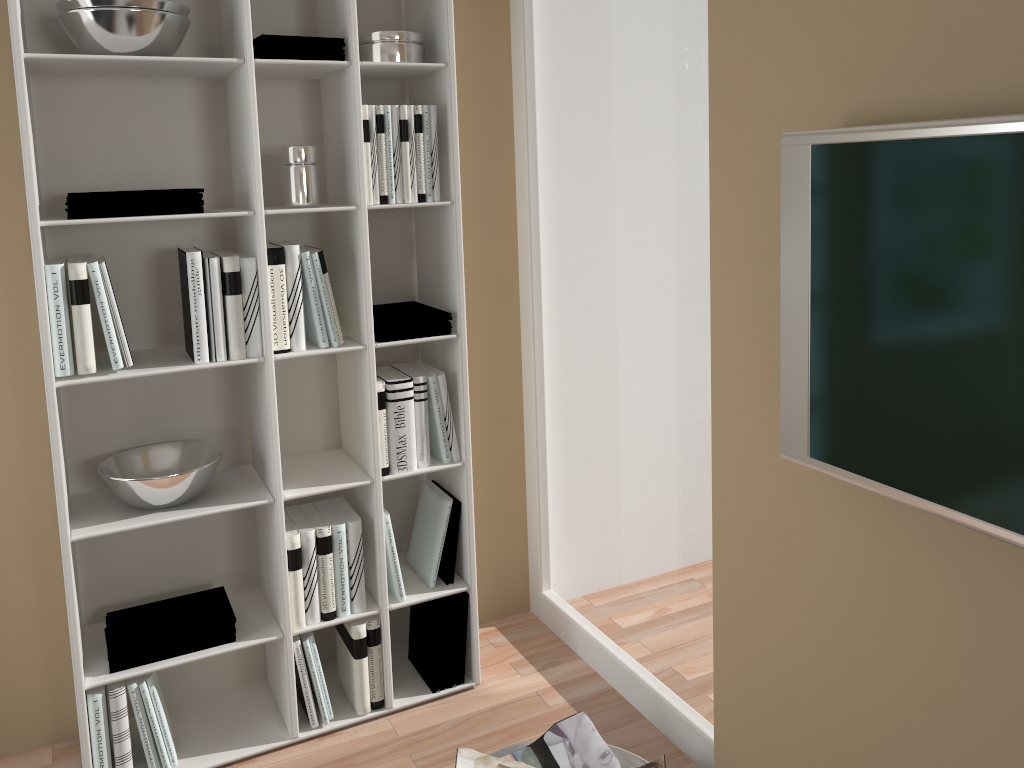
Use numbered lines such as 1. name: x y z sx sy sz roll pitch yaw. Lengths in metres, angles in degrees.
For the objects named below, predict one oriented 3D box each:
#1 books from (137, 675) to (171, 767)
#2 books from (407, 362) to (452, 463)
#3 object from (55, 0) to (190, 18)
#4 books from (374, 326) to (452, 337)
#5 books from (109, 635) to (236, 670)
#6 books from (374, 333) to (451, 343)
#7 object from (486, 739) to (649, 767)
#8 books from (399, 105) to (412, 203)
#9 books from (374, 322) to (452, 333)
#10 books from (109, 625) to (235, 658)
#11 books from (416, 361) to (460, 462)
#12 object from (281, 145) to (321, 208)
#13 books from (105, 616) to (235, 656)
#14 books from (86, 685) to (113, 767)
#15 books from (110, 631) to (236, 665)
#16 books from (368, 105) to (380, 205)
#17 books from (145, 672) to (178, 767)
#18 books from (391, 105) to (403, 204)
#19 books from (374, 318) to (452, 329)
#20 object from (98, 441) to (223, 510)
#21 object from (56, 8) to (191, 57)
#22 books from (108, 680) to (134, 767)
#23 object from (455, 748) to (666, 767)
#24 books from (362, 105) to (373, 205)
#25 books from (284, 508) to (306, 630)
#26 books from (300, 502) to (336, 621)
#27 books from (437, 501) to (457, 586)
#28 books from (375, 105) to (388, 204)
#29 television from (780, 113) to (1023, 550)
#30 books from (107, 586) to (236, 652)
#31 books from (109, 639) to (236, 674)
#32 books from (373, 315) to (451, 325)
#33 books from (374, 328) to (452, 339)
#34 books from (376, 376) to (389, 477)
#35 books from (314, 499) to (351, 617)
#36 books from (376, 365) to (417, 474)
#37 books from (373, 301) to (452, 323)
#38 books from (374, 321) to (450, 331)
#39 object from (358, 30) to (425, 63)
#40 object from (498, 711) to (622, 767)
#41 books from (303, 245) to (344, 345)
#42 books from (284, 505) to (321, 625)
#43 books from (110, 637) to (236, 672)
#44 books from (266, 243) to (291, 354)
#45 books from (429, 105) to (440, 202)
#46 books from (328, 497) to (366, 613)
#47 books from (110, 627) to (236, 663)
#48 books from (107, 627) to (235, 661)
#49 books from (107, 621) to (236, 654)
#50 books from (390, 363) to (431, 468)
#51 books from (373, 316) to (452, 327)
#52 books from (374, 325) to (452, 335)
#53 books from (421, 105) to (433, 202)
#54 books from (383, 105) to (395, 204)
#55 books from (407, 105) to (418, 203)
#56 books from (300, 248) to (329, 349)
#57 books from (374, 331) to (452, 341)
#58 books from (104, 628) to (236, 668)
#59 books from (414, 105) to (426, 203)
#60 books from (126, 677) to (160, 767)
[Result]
1. books: -0.926 0.832 2.264 0.058 0.254 0.210 -5 10 -25
2. books: -0.243 0.079 2.550 0.060 0.256 0.210 -5 10 -25
3. object: -0.938 -0.860 2.141 0.300 0.105 0.304 5 15 28
4. books: -0.329 -0.172 2.526 0.211 0.006 0.301 -9 15 -27
5. books: -0.891 0.650 2.295 0.299 0.006 0.213 -9 15 -26
6. books: -0.329 -0.155 2.526 0.211 0.007 0.302 -9 15 -25
7. object: 0.110 0.995 1.939 0.588 0.062 0.593 9 17 38
8. books: -0.324 -0.629 2.424 0.020 0.254 0.210 -5 10 -25
9. books: -0.328 -0.182 2.522 0.211 0.006 0.302 -9 15 -25
10. books: -0.893 0.622 2.295 0.299 0.007 0.213 -9 15 -26
11. books: -0.220 0.076 2.561 0.060 0.256 0.210 -5 10 -25
12. object: -0.553 -0.543 2.306 0.093 0.159 0.095 -4 9 -12
13. books: -0.893 0.616 2.294 0.299 0.007 0.213 -9 15 -26
14. books: -1.039 0.848 2.217 0.040 0.254 0.210 -5 10 -25
15. books: -0.890 0.638 2.294 0.299 0.006 0.213 -9 15 -26
16. books: -0.404 -0.619 2.393 0.020 0.254 0.210 -5 10 -25
17. books: -0.917 0.825 2.286 0.058 0.254 0.210 -5 10 -25
18. books: -0.346 -0.627 2.420 0.020 0.254 0.210 -5 10 -25
19. books: -0.325 -0.194 2.523 0.211 0.007 0.302 -9 15 -25
20. object: -0.899 0.245 2.272 0.300 0.105 0.304 5 15 28
21. object: -0.937 -0.834 2.144 0.300 0.105 0.304 5 15 28
22. books: -0.995 0.842 2.233 0.040 0.254 0.210 -5 10 -25
23. object: 0.107 0.964 1.951 0.498 0.095 0.350 -1 13 4
24. books: -0.420 -0.615 2.378 0.020 0.254 0.210 -5 10 -25
25. books: -0.609 0.499 2.394 0.040 0.254 0.210 -5 10 -25
26. books: -0.536 0.487 2.435 0.040 0.254 0.210 -5 10 -25
27. books: -0.219 0.440 2.622 0.043 0.234 0.214 -5 10 -25
28. books: -0.384 -0.621 2.400 0.020 0.254 0.210 -5 10 -25
29. television: 0.754 -0.035 1.028 0.054 0.568 1.192 -5 12 -25
30. books: -0.888 0.606 2.292 0.299 0.006 0.213 -9 15 -26
31. books: -0.891 0.660 2.294 0.299 0.007 0.213 -9 15 -26
32. books: -0.329 -0.203 2.517 0.211 0.007 0.302 -9 15 -25
33. books: -0.328 -0.166 2.525 0.211 0.006 0.302 -9 15 -25
34. books: -0.398 0.104 2.468 0.040 0.254 0.210 -5 10 -25
35. books: -0.500 0.481 2.454 0.040 0.254 0.210 -5 10 -25
36. books: -0.340 0.097 2.492 0.076 0.254 0.210 -5 10 -25
37. books: -0.327 -0.208 2.516 0.211 0.006 0.302 -9 15 -25
38. books: -0.330 -0.188 2.522 0.211 0.006 0.302 -8 15 -24
39. object: -0.336 -0.913 2.420 0.191 0.088 0.196 1 13 16
40. object: 0.145 0.965 1.986 0.345 0.095 0.506 -8 15 -25
41. books: -0.520 -0.245 2.400 0.058 0.254 0.210 -5 10 -25
42. books: -0.575 0.492 2.419 0.040 0.254 0.210 -5 10 -25
43. books: -0.891 0.655 2.295 0.299 0.006 0.213 -9 15 -26
44. books: -0.640 -0.231 2.330 0.053 0.268 0.210 -5 10 -25
45. books: -0.251 -0.642 2.466 0.020 0.254 0.210 -5 10 -25
46. books: -0.462 0.475 2.473 0.040 0.254 0.210 -5 10 -25
47. books: -0.890 0.633 2.293 0.299 0.006 0.213 -9 15 -26
48. books: -0.891 0.628 2.291 0.299 0.006 0.213 -8 15 -24
49. books: -0.888 0.611 2.291 0.299 0.007 0.213 -9 15 -26
50. books: -0.292 0.085 2.531 0.040 0.254 0.210 -5 10 -25
51. books: -0.325 -0.199 2.522 0.211 0.007 0.302 -9 15 -25
52. books: -0.327 -0.177 2.522 0.211 0.006 0.302 -9 15 -25
53. books: -0.270 -0.639 2.457 0.020 0.254 0.210 -5 10 -25
54. books: -0.366 -0.624 2.410 0.020 0.254 0.210 -5 10 -25
55. books: -0.309 -0.633 2.440 0.020 0.254 0.210 -5 10 -25
56. books: -0.553 -0.237 2.371 0.060 0.256 0.210 -5 10 -25
57. books: -0.327 -0.160 2.526 0.211 0.006 0.302 -9 15 -25
58. books: -0.893 0.644 2.293 0.299 0.006 0.213 -9 15 -27
59. books: -0.288 -0.636 2.447 0.020 0.254 0.210 -5 10 -25
60. books: -0.951 0.833 2.257 0.060 0.256 0.210 -5 10 -25
